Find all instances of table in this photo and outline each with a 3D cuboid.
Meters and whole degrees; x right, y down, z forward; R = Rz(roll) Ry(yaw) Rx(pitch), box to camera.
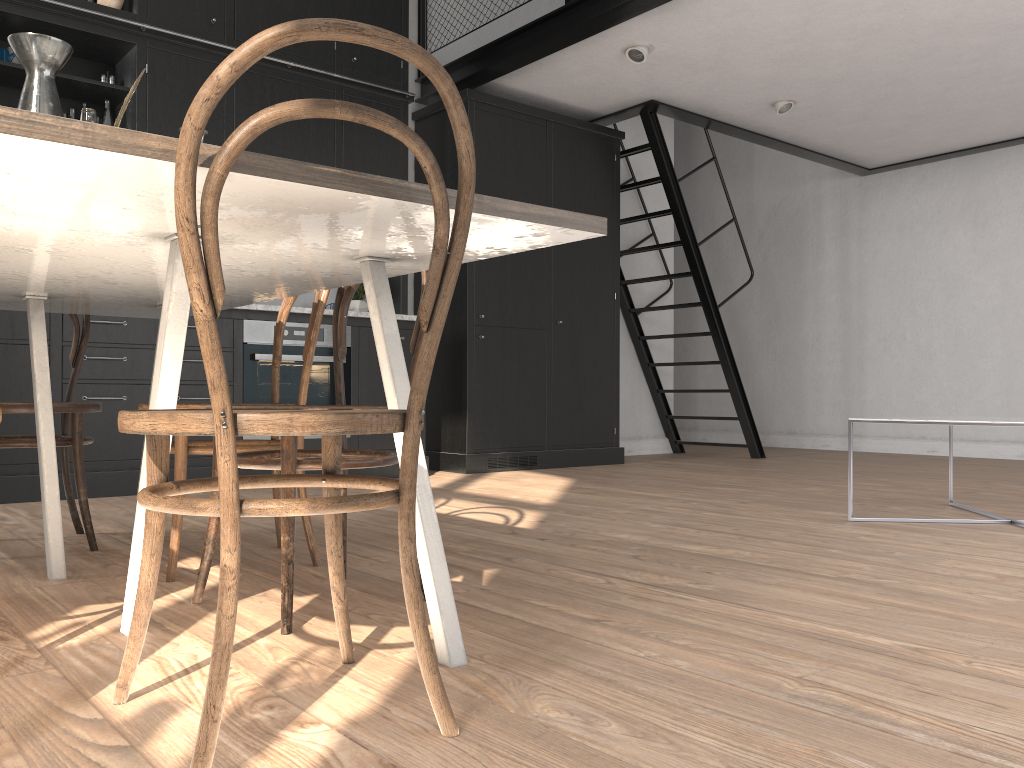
[{"bbox_3d":[1.887,0.329,3.342,0.849,0.392,0.849,1,-1,-39],"label":"table"},{"bbox_3d":[-0.960,0.109,2.022,1.100,0.779,2.200,1,-1,-39],"label":"table"}]

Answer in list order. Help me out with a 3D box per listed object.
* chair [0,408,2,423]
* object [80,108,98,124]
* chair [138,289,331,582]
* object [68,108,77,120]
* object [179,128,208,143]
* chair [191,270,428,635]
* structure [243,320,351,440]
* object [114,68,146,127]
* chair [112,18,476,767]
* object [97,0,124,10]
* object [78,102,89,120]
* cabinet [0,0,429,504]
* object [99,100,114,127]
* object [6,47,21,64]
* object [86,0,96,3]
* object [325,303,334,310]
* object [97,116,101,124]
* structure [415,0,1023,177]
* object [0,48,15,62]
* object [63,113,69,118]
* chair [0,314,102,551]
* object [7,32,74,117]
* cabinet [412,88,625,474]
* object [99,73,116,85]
[{"bbox_3d":[-1.158,0.031,1.465,0.549,0.920,0.438,1,-1,-41],"label":"chair"},{"bbox_3d":[-0.903,-0.434,1.890,0.086,0.301,0.086,0,-1,36],"label":"object"},{"bbox_3d":[-0.770,0.048,2.531,0.549,0.920,0.438,0,-1,-28],"label":"chair"},{"bbox_3d":[-2.190,-1.322,4.417,0.058,0.094,0.058,0,-1,0],"label":"object"},{"bbox_3d":[-0.634,-0.394,1.764,0.132,0.219,0.132,0,-1,40],"label":"object"},{"bbox_3d":[-0.427,0.042,2.056,0.549,0.920,0.438,1,-1,-44],"label":"chair"},{"bbox_3d":[-1.315,-0.014,4.971,0.622,0.623,0.618,1,-1,-39],"label":"structure"},{"bbox_3d":[-0.943,-0.503,2.079,0.157,0.446,0.157,0,0,-21],"label":"object"},{"bbox_3d":[-0.323,0.030,1.283,0.438,0.920,0.549,0,-1,-31],"label":"chair"},{"bbox_3d":[-2.000,-1.980,4.426,0.116,0.267,0.094,0,0,3],"label":"object"},{"bbox_3d":[-2.181,-1.352,4.523,0.083,0.158,0.083,0,-1,-29],"label":"object"},{"bbox_3d":[-1.927,-1.257,4.486,3.251,3.583,0.635,1,-1,-39],"label":"cabinet"},{"bbox_3d":[-2.045,-1.352,4.483,0.083,0.158,0.083,0,-1,35],"label":"object"},{"bbox_3d":[-2.425,-1.561,4.330,0.059,0.135,0.082,0,-1,34],"label":"object"},{"bbox_3d":[-2.116,-1.940,4.457,0.046,0.186,0.046,0,0,23],"label":"object"},{"bbox_3d":[-1.071,-0.446,5.422,0.140,0.093,0.082,0,-1,41],"label":"object"},{"bbox_3d":[-2.144,-1.324,4.587,0.067,0.108,0.067,0,-1,39],"label":"object"},{"bbox_3d":[2.834,-2.498,4.971,4.158,1.213,5.927,1,-1,-39],"label":"structure"},{"bbox_3d":[-2.432,-1.542,4.218,0.140,0.093,0.082,0,-1,16],"label":"object"},{"bbox_3d":[-2.265,-1.321,4.487,0.058,0.094,0.058,0,-1,28],"label":"object"},{"bbox_3d":[-1.541,0.050,2.804,0.438,0.920,0.549,0,-1,-27],"label":"chair"},{"bbox_3d":[-0.927,-0.477,1.743,0.116,0.383,0.116,0,0,-28],"label":"object"},{"bbox_3d":[0.067,-0.620,6.116,1.401,2.371,0.633,1,-1,-39],"label":"cabinet"},{"bbox_3d":[-2.069,-1.547,4.540,0.080,0.116,0.040,0,0,-19],"label":"object"}]
